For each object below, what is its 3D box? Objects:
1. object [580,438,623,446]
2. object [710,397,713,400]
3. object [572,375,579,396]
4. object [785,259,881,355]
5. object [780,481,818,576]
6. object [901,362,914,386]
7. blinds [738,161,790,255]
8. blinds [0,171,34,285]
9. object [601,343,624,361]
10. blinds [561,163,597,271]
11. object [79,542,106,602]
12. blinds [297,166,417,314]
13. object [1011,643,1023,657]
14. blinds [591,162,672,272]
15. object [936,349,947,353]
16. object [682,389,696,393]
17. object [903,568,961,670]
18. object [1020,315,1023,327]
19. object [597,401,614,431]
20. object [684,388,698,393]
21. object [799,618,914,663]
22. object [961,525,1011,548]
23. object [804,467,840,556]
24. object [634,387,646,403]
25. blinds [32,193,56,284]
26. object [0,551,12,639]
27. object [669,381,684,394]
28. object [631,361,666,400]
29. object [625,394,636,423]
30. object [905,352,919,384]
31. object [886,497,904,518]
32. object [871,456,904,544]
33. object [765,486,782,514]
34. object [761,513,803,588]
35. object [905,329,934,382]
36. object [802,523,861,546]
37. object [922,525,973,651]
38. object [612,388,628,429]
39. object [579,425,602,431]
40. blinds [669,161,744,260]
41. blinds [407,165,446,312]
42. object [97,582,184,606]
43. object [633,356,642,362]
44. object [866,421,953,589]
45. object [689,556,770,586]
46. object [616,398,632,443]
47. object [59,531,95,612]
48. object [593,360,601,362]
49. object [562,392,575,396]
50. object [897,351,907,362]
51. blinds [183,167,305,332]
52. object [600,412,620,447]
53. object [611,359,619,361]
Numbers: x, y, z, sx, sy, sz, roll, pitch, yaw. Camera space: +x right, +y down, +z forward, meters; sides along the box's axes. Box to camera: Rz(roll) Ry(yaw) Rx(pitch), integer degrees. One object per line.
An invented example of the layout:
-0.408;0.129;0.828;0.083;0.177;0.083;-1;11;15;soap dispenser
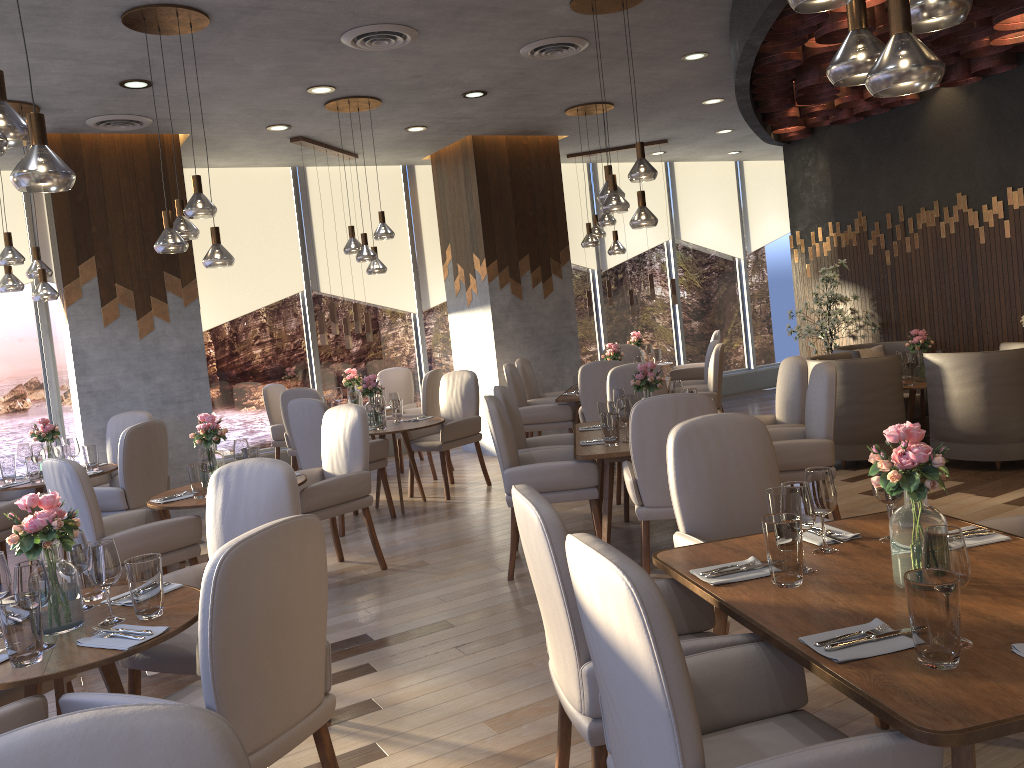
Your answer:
0.512;0.320;5.032;0.255;0.019;0.158;-6;5;4;object
1.107;0.172;5.075;0.102;0.178;0.102;-5;4;21;object
0.584;0.010;7.745;0.102;0.178;0.102;-5;3;19;object
2.954;-0.338;8.247;0.747;1.614;0.788;-7;3;-23;object
0.782;0.392;2.412;0.092;0.244;0.092;-6;3;6;object
3.058;-0.077;6.860;0.102;0.178;0.102;-5;3;19;object
3.662;-3.215;12.644;1.175;2.676;0.007;-8;3;-29;blinds
-4.991;-1.830;7.781;1.175;2.676;0.007;-8;3;-29;blinds
0.938;-0.172;8.090;0.210;0.415;0.198;-4;4;38;object
0.425;-2.677;10.824;1.175;2.676;0.007;-8;3;-29;blinds
-1.390;0.619;2.916;0.102;0.178;0.102;-8;4;-24;object
-1.716;-2.036;9.618;1.175;2.676;0.007;-8;3;-29;blinds
1.098;0.527;1.733;0.157;0.019;0.255;-7;5;-11;object
1.508;-2.819;11.432;1.175;2.676;0.007;-8;3;-29;blinds
3.355;-0.146;6.909;0.092;0.244;0.092;-6;3;11;object
1.011;0.154;5.016;0.092;0.244;0.092;-8;4;-37;object
0.845;0.471;1.772;0.102;0.178;0.102;-6;3;-7;object
3.623;-0.184;5.499;0.788;1.614;0.747;-6;3;-3;object
0.582;0.199;5.437;0.102;0.178;0.102;-5;3;20;object
1.139;0.122;5.647;0.102;0.178;0.102;-8;4;-29;object
0.769;0.547;1.919;0.255;0.019;0.157;-7;5;-13;object
1.277;0.441;2.553;0.255;0.019;0.157;-7;5;-12;object
0.898;0.367;2.568;0.092;0.244;0.092;-7;3;-13;object
0.825;0.126;5.610;0.092;0.244;0.092;-5;3;27;object
-3.909;-1.995;8.389;1.175;2.676;0.007;-8;3;-29;blinds
-1.527;0.624;2.621;0.092;0.244;0.092;-5;3;26;object
1.043;0.104;5.588;0.092;0.244;0.092;-9;4;-43;object
0.809;0.074;5.247;0.210;0.415;0.198;-5;3;18;object
0.766;0.158;5.701;0.102;0.178;0.102;-5;3;18;object
3.132;-0.124;6.935;0.092;0.244;0.092;-4;4;35;object
1.187;0.359;2.694;0.102;0.178;0.102;-4;4;34;object
1.112;0.341;2.610;0.092;0.244;0.092;-7;3;-9;object
0.815;0.403;2.636;0.102;0.178;0.102;-7;3;-9;object
0.716;0.439;2.330;0.102;0.178;0.102;-6;3;-7;object
3.248;-0.231;7.037;0.210;0.415;0.198;-4;4;38;object
0.962;0.460;2.730;0.157;0.019;0.255;-7;5;-15;object
0.911;0.424;1.854;0.092;0.244;0.092;-9;4;-38;object
0.669;0.152;5.495;0.092;0.244;0.092;-5;3;23;object
0.550;0.269;5.603;0.255;0.019;0.158;-6;5;4;object
2.588;-2.984;12.040;1.175;2.676;0.007;-8;3;-29;blinds
-0.638;-2.219;10.224;1.175;2.676;0.007;-8;3;-29;blinds
-1.219;0.683;2.885;0.157;0.019;0.256;-3;5;30;object
1.196;-0.140;8.373;0.092;0.244;0.092;-8;4;-33;object
1.007;0.300;2.232;0.210;0.415;0.198;-7;3;-17;object
0.639;0.515;2.477;0.255;0.019;0.157;-7;5;-13;object
0.631;0.202;4.924;0.092;0.244;0.092;-7;3;-16;object
-1.379;0.593;2.806;0.092;0.244;0.092;-8;4;-35;object
0.811;-0.097;8.344;0.092;0.244;0.092;-4;4;38;object
0.580;0.076;7.915;0.255;0.019;0.158;-5;5;13;object
3.151;-0.143;7.147;0.092;0.244;0.092;-4;4;38;object
-2.797;-1.878;9.011;1.175;2.676;0.007;-8;3;-29;blinds
0.544;0.249;4.866;0.102;0.178;0.102;-5;3;20;object
0.984;-0.122;8.431;0.092;0.244;0.092;-7;3;-9;object
